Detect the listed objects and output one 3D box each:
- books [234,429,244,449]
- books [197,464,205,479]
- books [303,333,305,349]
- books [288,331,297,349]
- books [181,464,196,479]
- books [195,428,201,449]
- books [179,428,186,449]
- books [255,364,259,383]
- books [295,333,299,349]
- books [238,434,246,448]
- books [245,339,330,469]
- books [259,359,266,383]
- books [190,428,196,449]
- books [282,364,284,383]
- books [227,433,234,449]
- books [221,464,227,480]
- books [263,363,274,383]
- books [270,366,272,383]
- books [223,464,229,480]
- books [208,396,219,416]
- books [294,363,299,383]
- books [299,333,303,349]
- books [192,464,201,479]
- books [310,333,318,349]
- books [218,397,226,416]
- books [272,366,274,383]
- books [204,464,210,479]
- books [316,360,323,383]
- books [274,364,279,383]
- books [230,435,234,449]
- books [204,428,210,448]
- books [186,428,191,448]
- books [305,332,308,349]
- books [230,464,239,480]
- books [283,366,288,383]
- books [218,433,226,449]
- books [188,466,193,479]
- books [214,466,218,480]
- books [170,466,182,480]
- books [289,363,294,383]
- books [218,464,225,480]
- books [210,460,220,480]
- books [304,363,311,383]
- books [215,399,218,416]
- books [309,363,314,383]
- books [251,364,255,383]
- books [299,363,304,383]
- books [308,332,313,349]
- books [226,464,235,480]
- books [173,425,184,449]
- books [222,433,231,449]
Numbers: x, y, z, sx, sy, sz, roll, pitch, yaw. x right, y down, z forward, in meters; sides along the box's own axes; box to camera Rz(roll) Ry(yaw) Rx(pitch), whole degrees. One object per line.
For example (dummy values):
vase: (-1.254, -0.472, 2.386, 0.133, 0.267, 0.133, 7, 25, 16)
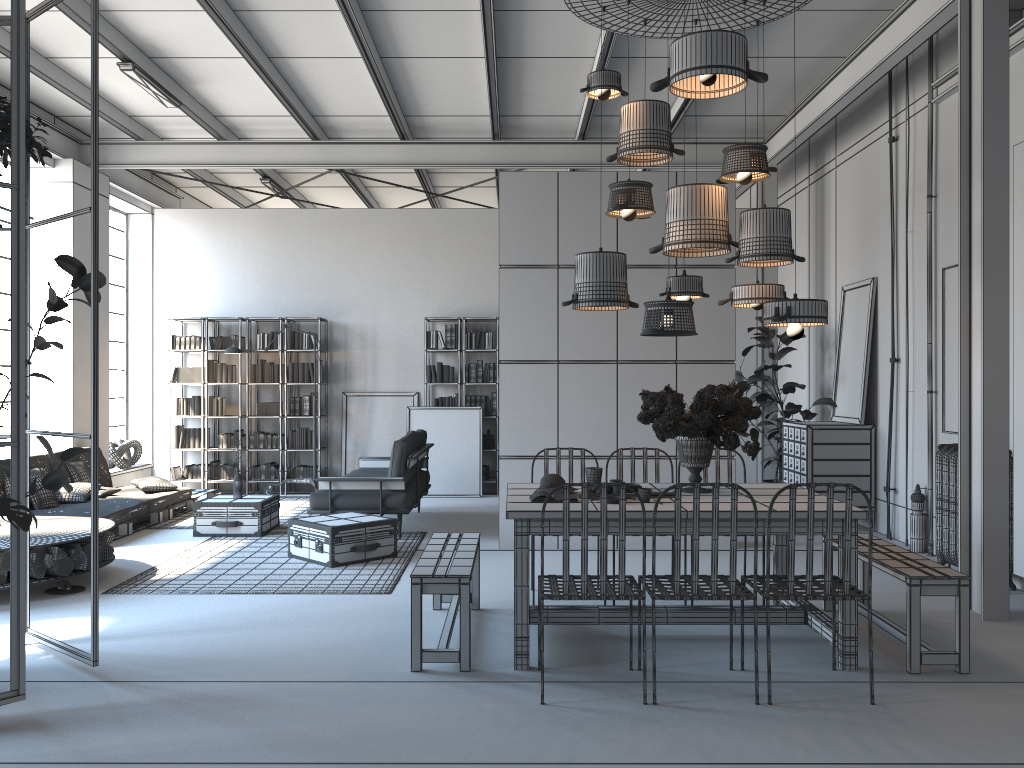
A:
books: (-4.627, 0.930, 15.024, 0.047, 0.317, 0.393, 0, 0, 0)
books: (-5.260, 1.489, 15.077, 0.073, 0.256, 0.352, 0, 0, 0)
books: (-3.464, -0.713, 14.892, 0.041, 0.301, 0.232, 0, 0, 0)
books: (-3.689, -0.723, 14.894, 0.108, 0.315, 0.232, 0, 0, 0)
books: (-5.491, 1.489, 15.067, 0.116, 0.239, 0.350, 0, 0, 2)
books: (-5.269, 0.920, 14.979, 0.081, 0.344, 0.252, 0, 0, 0)
books: (-5.530, 0.921, 14.962, 0.109, 0.348, 0.251, 0, 0, -1)
books: (-4.273, -0.173, 14.991, 0.075, 0.317, 0.231, 0, 0, 0)
books: (-3.591, -0.710, 14.891, 0.068, 0.290, 0.213, 0, 0, 0)
books: (-4.562, 0.973, 15.018, 0.080, 0.231, 0.320, 0, 0, 0)
books: (-2.712, 0.452, 14.258, 2.998, 2.811, 0.343, 0, 0, -22)
books: (-4.200, -0.215, 14.935, 0.049, 0.394, 0.288, 0, 0, 0)
books: (-5.353, 0.920, 14.973, 0.081, 0.344, 0.252, 0, 0, 0)
books: (-3.876, -0.173, 14.990, 0.075, 0.317, 0.231, 0, 0, 0)
books: (-4.743, 0.960, 15.008, 0.049, 0.247, 0.343, 0, 0, 0)
books: (-4.857, 1.486, 15.017, 0.040, 0.250, 0.360, 0, 0, 0)
books: (-4.110, -0.188, 14.980, 0.119, 0.344, 0.252, 0, 0, 0)
books: (-4.037, -0.162, 14.948, 0.029, 0.294, 0.212, 0, 0, 0)
books: (-4.811, 1.486, 15.007, 0.052, 0.254, 0.340, 0, 0, 0)
books: (-5.010, 0.367, 14.841, 0.119, 0.346, 0.254, 0, 0, 0)
books: (-3.615, -0.184, 14.939, 0.081, 0.344, 0.251, 0, 0, -5)
books: (-3.521, -0.710, 14.904, 0.068, 0.290, 0.213, 0, 0, 0)
books: (-5.333, 1.489, 15.077, 0.073, 0.256, 0.352, 0, 0, 0)
books: (-3.306, -0.708, 14.891, 0.139, 0.298, 0.239, 0, 0, 0)
books: (-4.853, 0.382, 14.837, 0.075, 0.318, 0.234, 0, 0, 0)
books: (-4.008, -0.162, 14.949, 0.029, 0.294, 0.212, 0, 0, 0)
books: (-5.187, 1.489, 15.076, 0.073, 0.256, 0.352, 0, 0, 0)
books: (-3.257, -0.211, 14.953, 0.093, 0.394, 0.288, 0, 0, -5)
books: (-3.953, -0.174, 14.976, 0.075, 0.317, 0.231, 0, 0, 0)
books: (-4.685, 0.972, 15.011, 0.062, 0.234, 0.334, 0, 0, 0)
books: (-5.185, 0.920, 14.987, 0.081, 0.344, 0.252, 0, 0, 0)
books: (-5.437, 0.920, 14.989, 0.081, 0.344, 0.252, 0, 0, 0)
books: (-3.423, -0.713, 14.892, 0.041, 0.301, 0.232, 0, 0, 0)
books: (-4.691, 1.486, 15.018, 0.061, 0.250, 0.363, 0, 0, 0)
books: (-3.824, -0.162, 14.947, 0.029, 0.294, 0.212, 0, 0, 0)
books: (-4.880, 0.960, 15.005, 0.073, 0.253, 0.350, 0, 0, 0)
books: (-5.411, 1.503, 15.063, 0.080, 0.233, 0.322, 0, 0, 0)
books: (-4.960, 1.494, 15.006, 0.062, 0.236, 0.336, 0, 0, 0)
books: (-5.628, 1.494, 14.870, 0.088, 0.227, 0.312, 0, 0, -1)
books: (-3.700, -0.184, 14.940, 0.081, 0.344, 0.251, 0, 0, -5)
books: (-4.899, 1.482, 15.009, 0.049, 0.250, 0.345, 0, 0, 0)
books: (-5.017, 1.453, 14.993, 0.047, 0.320, 0.395, 0, 0, 0)
books: (-3.449, -0.184, 14.963, 0.081, 0.344, 0.251, 0, 0, -5)
books: (-4.908, 0.393, 14.810, 0.029, 0.295, 0.215, 0, 0, 0)
books: (-3.353, -0.182, 14.944, 0.109, 0.348, 0.251, 0, 0, -4)
books: (-4.350, -0.174, 14.977, 0.075, 0.317, 0.231, 0, 0, 0)
books: (-3.531, -0.184, 14.941, 0.081, 0.344, 0.251, 0, 0, -5)
books: (-3.388, -0.716, 14.892, 0.028, 0.307, 0.241, 0, 0, 0)
books: (-4.754, 1.486, 15.018, 0.064, 0.253, 0.363, 0, 0, 0)
books: (-5.627, 0.893, 14.963, 0.093, 0.394, 0.288, 0, 0, 0)
books: (-4.807, 0.960, 15.004, 0.073, 0.253, 0.350, 0, 0, 0)
